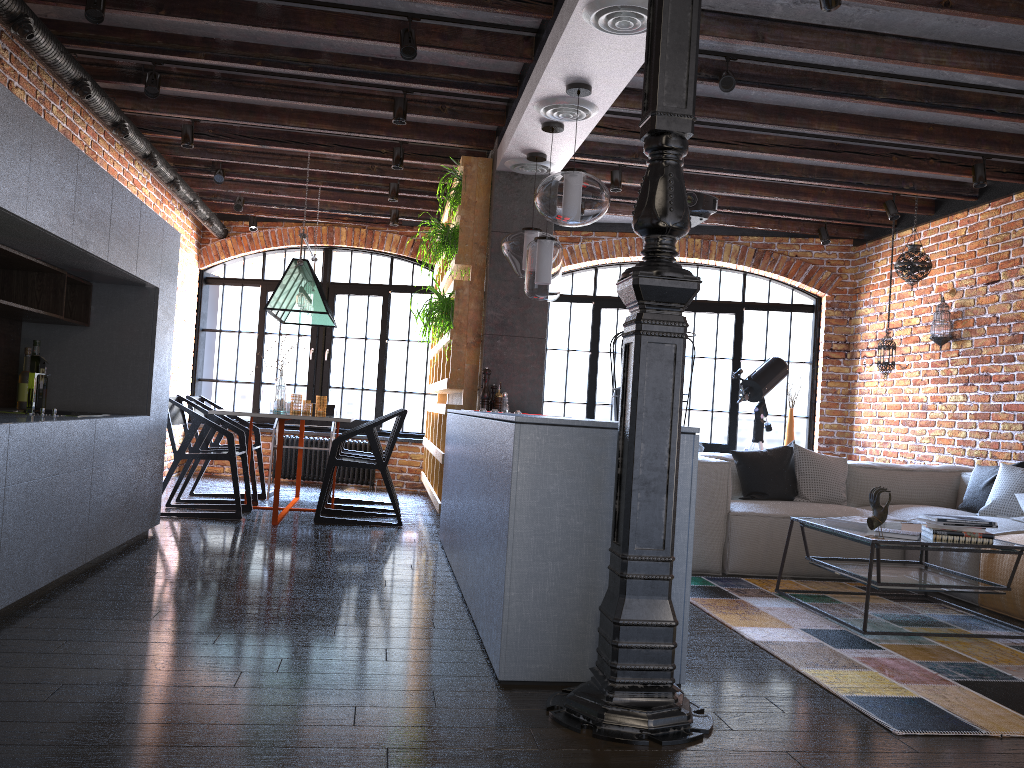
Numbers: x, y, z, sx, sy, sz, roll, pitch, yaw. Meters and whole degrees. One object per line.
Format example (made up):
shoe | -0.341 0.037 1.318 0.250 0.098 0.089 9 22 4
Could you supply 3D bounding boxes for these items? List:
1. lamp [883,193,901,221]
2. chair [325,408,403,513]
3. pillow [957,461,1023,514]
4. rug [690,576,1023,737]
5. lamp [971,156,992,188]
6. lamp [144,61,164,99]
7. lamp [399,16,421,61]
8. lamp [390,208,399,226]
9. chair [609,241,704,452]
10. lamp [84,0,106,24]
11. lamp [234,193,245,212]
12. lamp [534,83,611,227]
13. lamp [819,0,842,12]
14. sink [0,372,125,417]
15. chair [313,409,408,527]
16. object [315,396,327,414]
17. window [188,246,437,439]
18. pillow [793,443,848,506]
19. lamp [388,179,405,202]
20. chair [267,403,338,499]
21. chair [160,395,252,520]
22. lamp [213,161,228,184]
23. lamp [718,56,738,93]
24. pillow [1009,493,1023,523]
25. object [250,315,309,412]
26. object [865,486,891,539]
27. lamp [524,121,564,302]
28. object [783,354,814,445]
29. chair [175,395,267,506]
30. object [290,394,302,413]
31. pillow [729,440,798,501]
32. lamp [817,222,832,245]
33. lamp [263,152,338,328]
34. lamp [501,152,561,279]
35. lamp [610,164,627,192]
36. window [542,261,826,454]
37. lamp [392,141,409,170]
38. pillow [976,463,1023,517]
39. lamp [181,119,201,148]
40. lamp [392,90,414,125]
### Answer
lamp | 2.924 -1.360 6.829 0.090 0.208 0.133 5 -2 -41
chair | -1.186 0.588 7.166 0.610 0.818 0.495 4 -1 -8
pillow | 3.002 0.645 5.536 0.263 0.400 0.510 4 -2 -14
rug | 1.625 1.071 3.799 1.432 0.013 2.364 4 -2 -8
lamp | 3.072 -1.388 5.815 0.085 0.194 0.113 5 -2 -37
lamp | -2.042 -1.730 5.059 0.093 0.210 0.148 4 -2 -21
lamp | -0.492 -1.655 4.259 0.093 0.210 0.145 4 -2 -16
lamp | -1.093 -1.584 8.324 0.082 0.184 0.112 5 -2 -40
chair | 1.155 -0.472 7.165 0.682 2.220 0.802 3 -2 37
lamp | -1.899 -1.751 4.060 0.092 0.209 0.140 4 -2 -24
lamp | -2.481 -1.668 8.093 0.093 0.206 0.160 4 -2 -11
lamp | 0.298 -1.081 4.214 0.364 0.664 0.364 4 -2 -25
lamp | 1.248 -1.577 3.486 0.083 0.190 0.161 3 -2 28
sink | -2.241 0.100 4.415 0.381 0.287 0.827 4 -2 -8
chair | -1.072 0.572 6.380 0.610 0.818 0.495 4 -1 -8
object | -1.492 0.164 6.932 0.086 0.139 0.086 4 -2 -19
window | -1.954 -0.473 9.135 3.144 2.232 0.177 3 -1 9
pillow | 2.001 0.592 5.732 0.543 0.402 0.250 4 -2 -26
lamp | -0.958 -1.605 7.339 0.124 0.184 0.082 4 -2 -24
chair | -1.803 0.565 7.678 0.495 0.818 0.610 4 -2 -8
chair | -2.144 0.499 6.225 0.610 0.818 0.495 4 -1 -8
lamp | -2.337 -1.691 7.111 0.093 0.201 0.162 4 -2 -15
lamp | 1.087 -1.552 4.462 0.092 0.201 0.162 3 -2 9
pillow | 2.980 0.666 4.817 0.485 0.314 0.358 3 -2 35
object | -1.670 -0.147 6.490 0.443 0.708 0.194 3 -1 7
object | 1.597 0.557 3.858 0.099 0.223 0.093 3 -2 31
lamp | 0.191 -0.925 4.788 0.194 0.955 0.198 3 -1 22
object | 2.653 0.231 8.254 0.270 1.053 0.299 3 -1 12
chair | -2.258 0.515 7.011 0.610 0.818 0.495 4 -1 -8
object | -1.622 0.147 6.659 0.086 0.139 0.086 5 -2 -35
pillow | 1.665 0.556 5.709 0.538 0.417 0.238 4 -2 -19
lamp | 2.774 -1.338 7.880 0.093 0.208 0.134 5 -2 -32
lamp | -1.581 -1.134 6.923 0.465 1.267 1.258 4 -2 -8
lamp | 0.127 -1.015 5.369 0.367 0.747 0.367 5 -2 -45
lamp | 0.777 -1.516 6.524 0.116 0.188 0.083 2 -2 45
window | 1.506 -0.264 8.750 3.293 2.232 0.177 3 -1 9
lamp | -0.799 -1.626 6.298 0.082 0.184 0.113 5 -2 -41
pillow | 2.996 0.650 5.192 0.293 0.354 0.495 4 -2 -23
lamp | -2.210 -1.720 6.079 0.123 0.189 0.083 3 -2 26
lamp | -0.652 -1.648 5.271 0.116 0.184 0.082 2 -2 42
